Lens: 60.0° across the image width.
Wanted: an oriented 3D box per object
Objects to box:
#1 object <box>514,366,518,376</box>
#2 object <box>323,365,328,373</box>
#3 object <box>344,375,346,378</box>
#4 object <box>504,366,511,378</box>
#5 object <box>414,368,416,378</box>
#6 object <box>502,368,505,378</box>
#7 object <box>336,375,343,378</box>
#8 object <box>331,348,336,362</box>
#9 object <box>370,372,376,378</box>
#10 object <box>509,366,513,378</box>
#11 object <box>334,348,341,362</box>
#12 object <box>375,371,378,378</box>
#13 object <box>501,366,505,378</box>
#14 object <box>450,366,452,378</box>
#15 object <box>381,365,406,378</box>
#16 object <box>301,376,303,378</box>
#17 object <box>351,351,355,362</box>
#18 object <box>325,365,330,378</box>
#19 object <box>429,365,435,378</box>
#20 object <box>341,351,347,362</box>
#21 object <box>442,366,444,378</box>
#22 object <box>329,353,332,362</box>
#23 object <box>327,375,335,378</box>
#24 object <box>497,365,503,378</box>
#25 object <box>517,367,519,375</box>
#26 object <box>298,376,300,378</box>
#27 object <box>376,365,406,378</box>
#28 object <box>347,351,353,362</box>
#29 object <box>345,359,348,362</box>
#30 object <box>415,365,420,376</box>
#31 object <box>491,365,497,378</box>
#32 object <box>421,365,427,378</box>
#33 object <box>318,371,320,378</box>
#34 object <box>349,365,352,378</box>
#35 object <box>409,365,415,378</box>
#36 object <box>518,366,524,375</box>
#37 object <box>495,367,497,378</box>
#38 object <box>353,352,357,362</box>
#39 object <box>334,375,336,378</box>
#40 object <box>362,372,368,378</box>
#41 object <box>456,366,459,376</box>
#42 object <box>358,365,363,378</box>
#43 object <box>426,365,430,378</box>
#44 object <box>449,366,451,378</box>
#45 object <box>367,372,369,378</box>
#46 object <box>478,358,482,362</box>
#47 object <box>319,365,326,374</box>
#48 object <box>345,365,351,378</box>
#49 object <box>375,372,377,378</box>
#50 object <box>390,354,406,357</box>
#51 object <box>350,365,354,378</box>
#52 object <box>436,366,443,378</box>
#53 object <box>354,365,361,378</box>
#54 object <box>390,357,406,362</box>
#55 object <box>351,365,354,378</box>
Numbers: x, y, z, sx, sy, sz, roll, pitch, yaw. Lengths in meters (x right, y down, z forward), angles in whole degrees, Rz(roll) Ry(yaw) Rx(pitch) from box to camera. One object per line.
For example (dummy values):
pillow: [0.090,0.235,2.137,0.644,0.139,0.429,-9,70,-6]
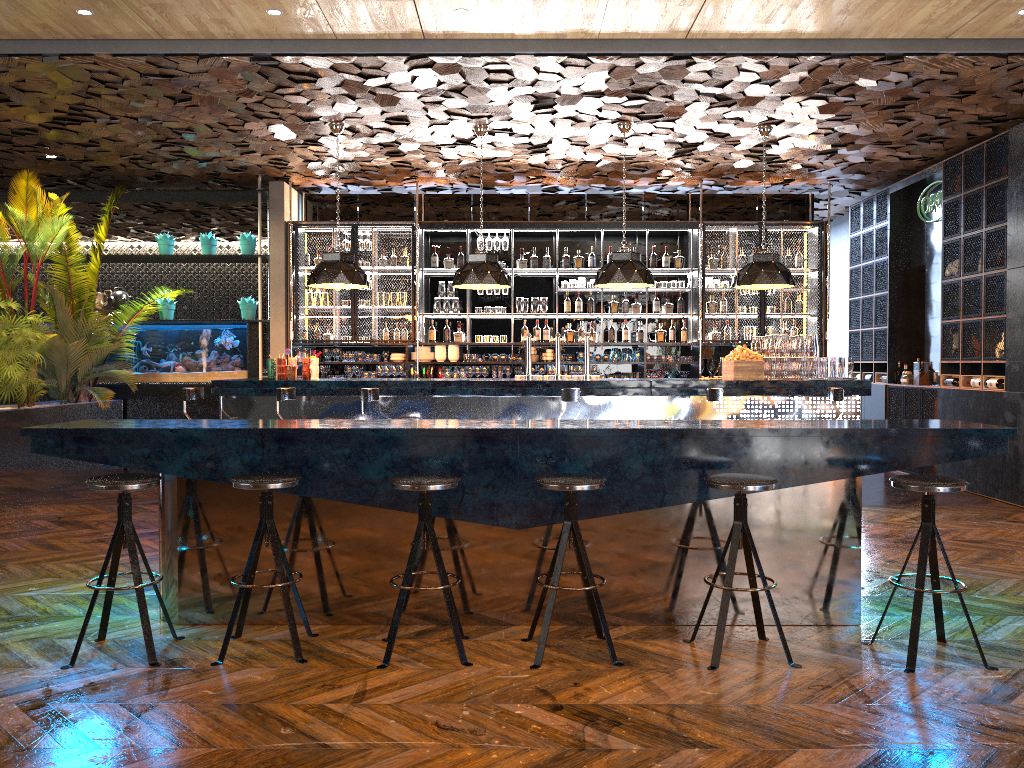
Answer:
object: [0.052,-0.118,11.189,0.071,0.217,0.071,0,1,8]
object: [-2.377,-0.124,11.214,0.091,0.227,0.091,-1,2,-37]
object: [-2.160,-0.064,11.317,0.093,0.101,0.093,0,1,15]
object: [-0.052,-0.117,11.133,0.092,0.218,0.092,-1,2,-39]
object: [-1.232,-0.126,11.274,0.073,0.229,0.073,0,1,-11]
object: [-0.128,-0.123,11.375,0.092,0.218,0.092,-1,2,-39]
object: [-2.159,-0.059,11.109,0.093,0.101,0.093,-1,2,-37]
object: [-2.235,-0.363,11.171,0.087,0.170,0.087,-1,2,-39]
object: [-1.752,-0.082,11.152,0.074,0.146,0.065,0,1,-6]
object: [-0.036,-0.119,11.242,0.092,0.218,0.092,-1,2,-39]
object: [-2.174,-0.361,11.080,0.087,0.170,0.087,-1,2,-39]
object: [-1.749,-0.087,11.361,0.074,0.146,0.065,1,1,22]
object: [-0.134,-0.120,11.267,0.092,0.218,0.092,-1,2,-39]
object: [-0.803,-0.118,11.297,0.082,0.213,0.082,1,1,21]
object: [-1.524,-0.127,11.389,0.376,0.227,0.186,0,1,-2]
object: [-2.631,-0.055,11.126,0.031,0.098,0.031,1,2,39]
object: [-2.032,-0.346,11.229,0.081,0.132,0.081,-1,2,-28]
object: [-2.373,-0.127,11.331,0.091,0.227,0.091,-1,2,-37]
object: [-1.010,-0.123,11.143,0.073,0.229,0.073,0,1,-11]
object: [-2.112,-0.344,11.160,0.081,0.132,0.081,-1,2,-28]
object: [-0.903,-0.116,11.209,0.082,0.213,0.082,0,1,-8]
object: [-2.325,-0.367,11.328,0.087,0.170,0.087,-1,2,-39]
object: [-2.268,-0.059,11.109,0.093,0.101,0.093,-1,2,-32]
object: [-0.151,-0.121,11.103,0.071,0.226,0.071,-1,2,-28]
object: [0.082,-0.120,11.272,0.071,0.217,0.071,0,1,8]
object: [-2.671,-0.055,11.108,0.033,0.101,0.033,1,2,24]
object: [-1.525,-0.122,11.193,0.376,0.227,0.186,0,1,-2]
object: [-2.029,-0.343,11.108,0.081,0.132,0.081,-1,2,-28]
object: [-2.113,-0.348,11.307,0.081,0.132,0.081,-1,2,-28]
object: [-1.193,-0.124,11.198,0.073,0.229,0.073,0,1,-11]
object: [-0.224,-0.121,11.143,0.071,0.226,0.071,-1,2,-28]
object: [-1.108,-0.123,11.148,0.073,0.229,0.073,0,1,-11]
object: [-2.478,-0.127,11.355,0.091,0.227,0.091,0,1,4]
object: [-2.052,-0.124,11.185,0.088,0.229,0.077,-1,2,-40]
object: [-1.254,-0.123,11.128,0.073,0.229,0.073,0,1,-11]
object: [0.114,-0.117,11.149,0.071,0.217,0.071,0,1,8]
object: [-0.221,-0.126,11.320,0.071,0.226,0.071,-1,2,-28]
object: [-2.029,-0.349,11.358,0.081,0.132,0.081,-1,2,-28]
object: [-2.268,-0.061,11.215,0.093,0.101,0.093,-1,2,-39]
object: [-1.848,-0.082,11.148,0.074,0.146,0.065,-1,1,-23]
object: [-0.710,-0.116,11.206,0.082,0.213,0.082,-1,1,-21]
object: [-1.948,-0.127,11.303,0.088,0.229,0.077,0,1,1]
object: [-1.062,-0.125,11.216,0.073,0.229,0.073,0,1,-11]
object: [-0.811,-0.116,11.205,0.082,0.213,0.082,-1,1,-24]
object: [-1.850,-0.084,11.252,0.065,0.146,0.074,0,1,12]
object: [-0.402,-0.302,11.136,0.049,0.048,0.044,1,2,43]
object: [-2.379,-0.121,11.110,0.091,0.227,0.091,1,1,23]
object: [-2.054,-0.122,11.094,0.088,0.229,0.077,0,1,13]
object: [-1.753,-0.084,11.259,0.065,0.146,0.074,1,1,23]
object: [-1.427,-0.350,11.162,0.211,0.060,0.209,1,2,45]
object: [-2.056,-0.126,11.267,0.077,0.229,0.088,0,1,16]
object: [-0.906,-0.114,11.119,0.082,0.213,0.082,1,2,29]
object: [-1.952,-0.124,11.180,0.088,0.229,0.077,0,1,0]
object: [-1.428,-0.309,11.163,0.211,0.060,0.209,-1,2,-40]
object: [-2.055,-0.128,11.359,0.077,0.229,0.088,-1,2,-25]
